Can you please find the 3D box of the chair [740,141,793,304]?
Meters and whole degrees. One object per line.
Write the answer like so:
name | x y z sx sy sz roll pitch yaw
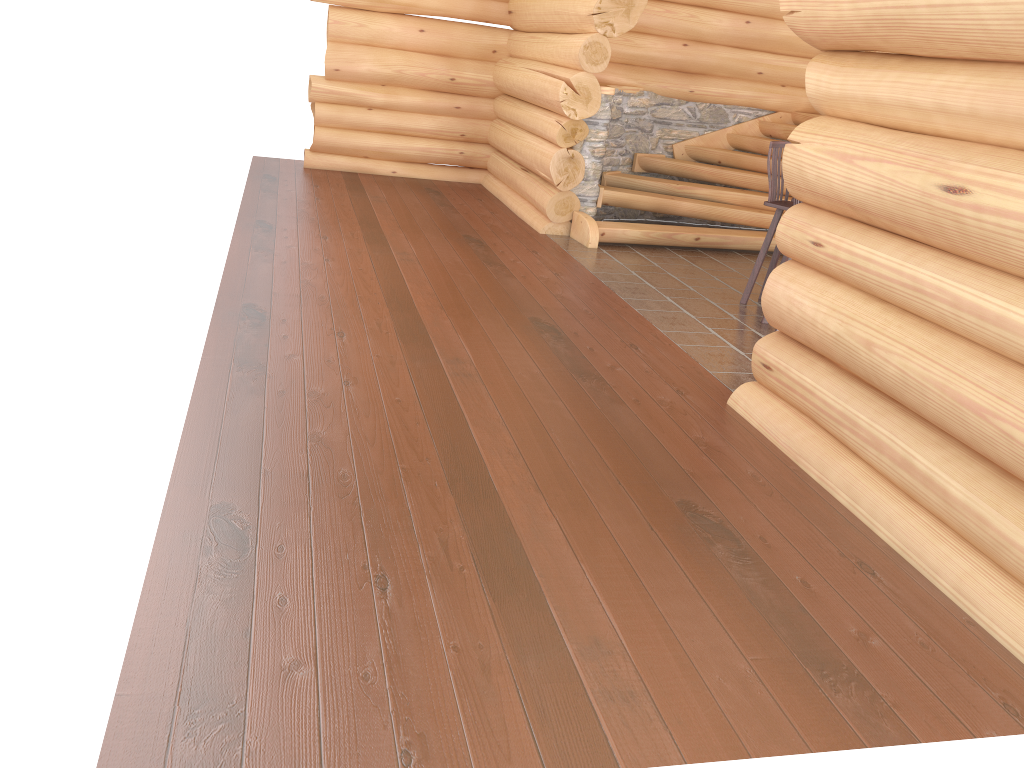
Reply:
chair | 2.248 -1.257 7.205 0.406 1.319 0.504 -14 29 -44

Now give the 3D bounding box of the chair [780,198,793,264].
chair | 2.597 -1.355 7.580 0.406 1.319 0.504 -7 25 -33

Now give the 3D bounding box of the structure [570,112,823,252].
structure | 2.227 -2.487 9.983 3.604 1.643 1.951 -1 22 -20

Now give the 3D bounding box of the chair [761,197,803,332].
chair | 2.229 -1.015 6.563 0.504 1.319 0.406 5 21 -5
